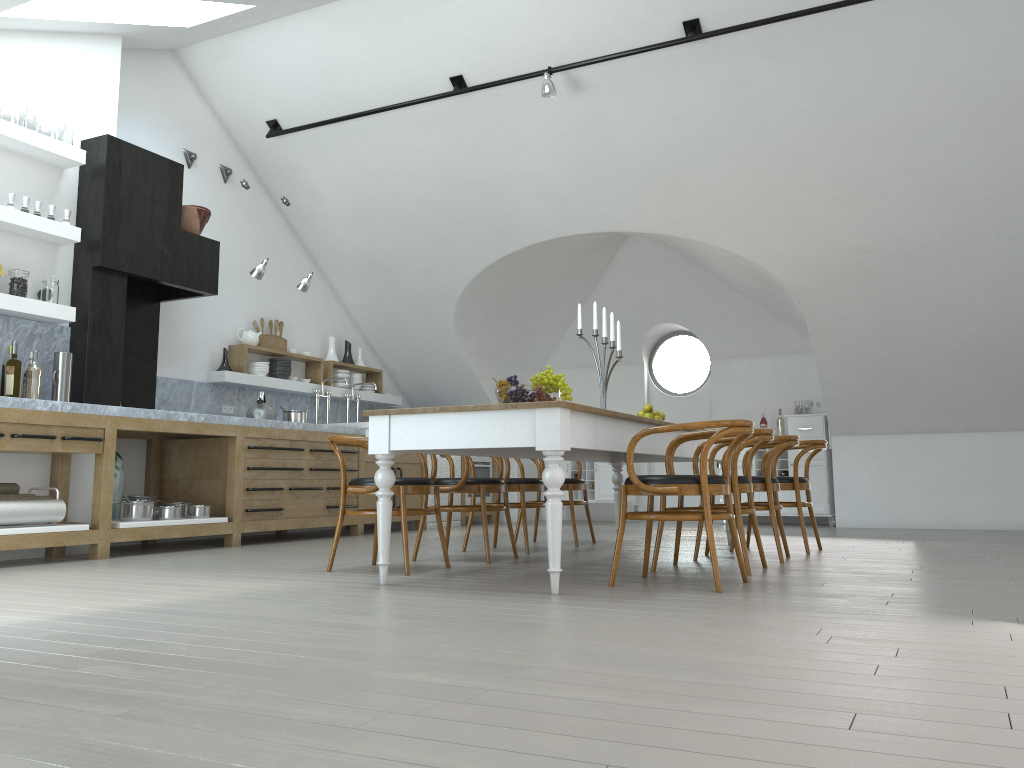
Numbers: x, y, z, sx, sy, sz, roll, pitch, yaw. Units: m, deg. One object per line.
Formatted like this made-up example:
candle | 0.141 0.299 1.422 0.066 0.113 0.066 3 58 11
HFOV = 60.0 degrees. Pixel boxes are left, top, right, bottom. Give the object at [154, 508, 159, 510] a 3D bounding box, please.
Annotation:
object | -2.522 0.907 6.344 0.041 0.045 0.246 -4 -7 25

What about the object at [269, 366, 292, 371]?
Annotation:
object | -2.182 -0.123 8.356 0.205 0.087 0.204 2 -7 -21

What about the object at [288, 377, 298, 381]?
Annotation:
object | -2.113 -0.038 8.544 0.098 0.049 0.098 -3 -7 24

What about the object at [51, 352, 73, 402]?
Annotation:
object | -2.897 -0.031 5.680 0.114 0.341 0.164 -5 -9 29

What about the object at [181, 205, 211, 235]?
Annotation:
object | -2.537 -1.239 6.900 0.365 0.237 0.347 -7 -9 44

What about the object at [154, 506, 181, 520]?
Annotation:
object | -2.427 0.893 6.171 0.260 0.113 0.153 -2 -7 16

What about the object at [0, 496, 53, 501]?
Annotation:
object | -2.901 0.702 5.178 0.092 0.094 0.435 -4 -7 24

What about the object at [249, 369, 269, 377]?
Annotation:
object | -2.314 -0.092 8.097 0.181 0.064 0.181 5 -9 -41

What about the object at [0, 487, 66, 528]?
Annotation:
object | -3.005 0.731 5.243 0.429 0.232 0.525 -3 -7 24

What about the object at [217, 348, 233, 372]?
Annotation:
object | -2.511 -0.208 7.760 0.156 0.219 0.155 -1 -8 8

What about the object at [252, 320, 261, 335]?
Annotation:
object | -2.335 -0.459 8.212 0.016 0.260 0.198 -6 -10 37

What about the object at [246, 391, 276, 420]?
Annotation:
object | -2.089 0.192 7.394 0.246 0.269 0.245 -6 -9 36

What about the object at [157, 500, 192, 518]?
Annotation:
object | -2.503 0.933 6.597 0.181 0.134 0.308 5 -9 -39

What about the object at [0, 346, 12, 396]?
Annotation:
object | -3.038 -0.062 5.361 0.091 0.340 0.091 -8 -11 44

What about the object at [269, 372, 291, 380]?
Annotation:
object | -2.188 -0.069 8.349 0.205 0.072 0.205 -2 -7 14

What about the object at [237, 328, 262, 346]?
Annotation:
object | -2.389 -0.418 8.060 0.174 0.169 0.167 -2 -7 10

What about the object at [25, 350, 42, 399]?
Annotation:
object | -2.956 -0.043 5.479 0.085 0.332 0.085 -6 -10 35

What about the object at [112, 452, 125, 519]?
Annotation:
object | -2.901 0.717 6.342 0.230 0.500 0.230 3 -8 -22

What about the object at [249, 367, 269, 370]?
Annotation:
object | -2.314 -0.114 8.100 0.181 0.065 0.180 3 -7 -26

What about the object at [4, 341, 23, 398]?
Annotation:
object | -2.964 -0.077 5.269 0.092 0.360 0.092 2 -8 -19

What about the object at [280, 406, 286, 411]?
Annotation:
object | -1.945 0.272 7.760 0.235 0.167 0.051 -3 -8 21

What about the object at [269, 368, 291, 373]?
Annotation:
object | -2.188 -0.095 8.352 0.205 0.087 0.205 3 -7 -26

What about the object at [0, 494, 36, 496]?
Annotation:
object | -2.983 0.688 5.189 0.101 0.087 0.361 -3 -7 24

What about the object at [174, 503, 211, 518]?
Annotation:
object | -2.311 0.923 6.449 0.260 0.113 0.153 -4 -8 26

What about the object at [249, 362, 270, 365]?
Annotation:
object | -2.313 -0.166 8.111 0.180 0.076 0.180 3 -7 -26

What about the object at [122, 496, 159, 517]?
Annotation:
object | -2.899 0.914 6.676 0.455 0.198 0.267 3 -8 -29

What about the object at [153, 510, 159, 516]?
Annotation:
object | -2.646 0.910 6.325 0.508 0.053 0.262 -1 -6 3

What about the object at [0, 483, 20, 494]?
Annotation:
object | -3.050 0.631 5.190 0.104 0.103 0.291 -4 -7 24

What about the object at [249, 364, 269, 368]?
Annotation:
object | -2.313 -0.137 8.105 0.181 0.069 0.180 -7 -9 44

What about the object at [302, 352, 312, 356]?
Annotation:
object | -2.026 -0.285 8.758 0.098 0.049 0.098 -3 -7 24

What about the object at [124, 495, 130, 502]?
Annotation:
object | -2.536 0.822 5.966 0.051 0.153 0.190 -4 -8 26

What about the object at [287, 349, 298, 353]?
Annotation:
object | -2.122 -0.306 8.568 0.098 0.049 0.098 -3 -7 24

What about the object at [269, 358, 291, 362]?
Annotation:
object | -2.191 -0.197 8.373 0.205 0.080 0.205 -4 -8 29

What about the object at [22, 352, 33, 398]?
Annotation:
object | -3.022 -0.035 5.566 0.081 0.331 0.081 5 -10 -36

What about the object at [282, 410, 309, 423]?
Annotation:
object | -1.880 0.303 7.812 0.232 0.171 0.393 -1 -7 6

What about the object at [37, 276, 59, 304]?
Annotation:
object | -3.011 -0.599 5.766 0.103 0.178 0.207 6 -10 -41

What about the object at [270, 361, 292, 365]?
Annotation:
object | -2.188 -0.169 8.370 0.205 0.084 0.205 4 -8 -36

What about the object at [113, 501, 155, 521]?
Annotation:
object | -2.618 0.859 6.037 0.378 0.164 0.222 -2 -7 16

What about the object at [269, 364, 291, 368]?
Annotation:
object | -2.187 -0.144 8.362 0.205 0.072 0.205 -2 -7 14

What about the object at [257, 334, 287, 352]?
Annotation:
object | -2.258 -0.383 8.338 0.084 0.158 0.352 -4 -8 26

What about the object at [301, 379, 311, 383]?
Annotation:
object | -2.028 -0.019 8.715 0.098 0.049 0.098 -3 -7 24
